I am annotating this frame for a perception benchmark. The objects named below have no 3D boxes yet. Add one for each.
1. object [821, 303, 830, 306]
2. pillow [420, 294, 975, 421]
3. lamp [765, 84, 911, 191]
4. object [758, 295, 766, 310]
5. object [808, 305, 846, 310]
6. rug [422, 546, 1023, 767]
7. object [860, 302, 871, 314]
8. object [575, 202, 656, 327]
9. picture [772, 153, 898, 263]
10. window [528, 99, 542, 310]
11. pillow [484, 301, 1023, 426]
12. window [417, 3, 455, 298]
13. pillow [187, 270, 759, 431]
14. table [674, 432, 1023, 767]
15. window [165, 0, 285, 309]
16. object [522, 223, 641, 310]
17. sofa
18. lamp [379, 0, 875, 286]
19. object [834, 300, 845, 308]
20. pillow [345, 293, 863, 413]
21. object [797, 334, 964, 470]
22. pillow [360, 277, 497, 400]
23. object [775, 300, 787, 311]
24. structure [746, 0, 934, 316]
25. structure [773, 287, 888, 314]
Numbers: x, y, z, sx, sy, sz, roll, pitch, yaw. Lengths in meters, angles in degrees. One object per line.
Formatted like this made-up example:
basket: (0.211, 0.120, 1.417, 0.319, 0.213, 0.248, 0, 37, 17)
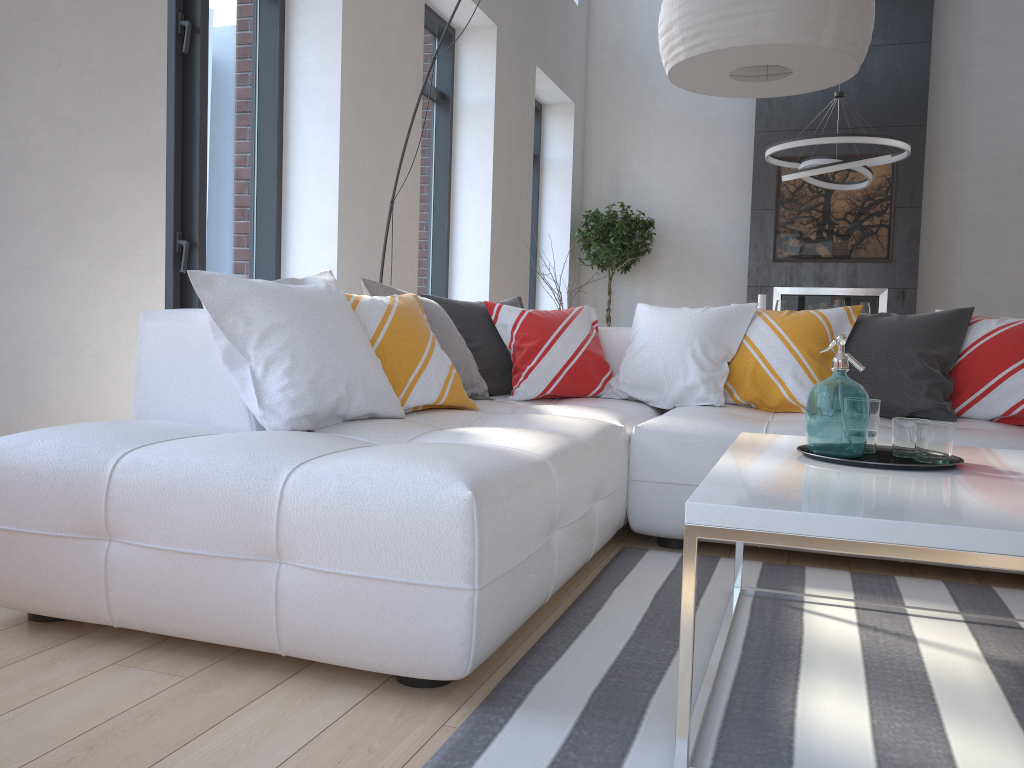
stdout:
object: (2.411, -0.515, 6.838, 0.083, 0.220, 0.083, 1, 4, -21)
pillow: (0.665, -0.128, 3.529, 2.120, 0.436, 0.608, 3, 3, 14)
lamp: (2.441, -3.703, 6.386, 1.000, 4.513, 1.000, 3, 4, 20)
object: (1.047, -0.209, 4.046, 0.316, 0.398, 0.319, 5, 5, 43)
object: (2.336, -0.484, 6.583, 0.278, 0.184, 0.278, 4, 4, 27)
rug: (1.199, 0.623, 1.742, 2.326, 0.016, 1.662, 3, 4, 18)
object: (2.599, -0.492, 6.543, 0.083, 0.220, 0.083, -1, 5, -43)
object: (1.007, -0.812, 8.888, 0.801, 2.019, 0.813, 3, 4, 22)
picture: (2.996, -1.631, 8.252, 1.056, 0.990, 0.026, 3, 4, 19)
window: (-0.022, -1.606, 8.471, 0.170, 2.402, 1.310, 3, 4, 19)
pillow: (0.976, -0.086, 3.434, 2.250, 0.449, 0.575, 3, 3, 16)
window: (-0.762, -1.503, 6.297, 0.170, 2.402, 1.310, 3, 4, 19)
pillow: (0.035, -0.114, 2.913, 0.580, 0.456, 2.156, 5, 5, 45)
table: (0.946, 0.396, 1.688, 1.091, 0.435, 1.091, 3, 4, 19)
window: (-1.503, -1.399, 4.122, 0.170, 2.402, 1.310, 3, 4, 19)
object: (0.266, -0.427, 4.384, 0.607, 0.744, 0.406, 0, 4, -31)
sofa: (0.790, 0.198, 2.644, 3.424, 0.732, 2.614, 3, 4, 19)
lamp: (-0.076, -0.845, 3.608, 0.710, 2.647, 3.199, -1, 4, -35)
object: (2.316, -0.485, 6.278, 0.083, 0.220, 0.083, 1, 3, -9)
pillow: (0.302, -0.098, 3.088, 2.095, 0.440, 0.630, 0, 4, -24)
object: (0.785, 0.029, 1.888, 0.330, 0.265, 0.330, 5, 5, 43)
pillow: (0.961, -0.097, 3.088, 2.953, 0.453, 0.647, 2, 3, 6)
object: (2.002, -0.515, 6.612, 0.083, 0.220, 0.083, 1, 4, -21)
structure: (3.027, -2.867, 8.155, 1.500, 6.351, 0.722, 3, 4, 19)
structure: (3.013, -0.725, 8.441, 1.010, 0.651, 0.295, 3, 4, 19)
